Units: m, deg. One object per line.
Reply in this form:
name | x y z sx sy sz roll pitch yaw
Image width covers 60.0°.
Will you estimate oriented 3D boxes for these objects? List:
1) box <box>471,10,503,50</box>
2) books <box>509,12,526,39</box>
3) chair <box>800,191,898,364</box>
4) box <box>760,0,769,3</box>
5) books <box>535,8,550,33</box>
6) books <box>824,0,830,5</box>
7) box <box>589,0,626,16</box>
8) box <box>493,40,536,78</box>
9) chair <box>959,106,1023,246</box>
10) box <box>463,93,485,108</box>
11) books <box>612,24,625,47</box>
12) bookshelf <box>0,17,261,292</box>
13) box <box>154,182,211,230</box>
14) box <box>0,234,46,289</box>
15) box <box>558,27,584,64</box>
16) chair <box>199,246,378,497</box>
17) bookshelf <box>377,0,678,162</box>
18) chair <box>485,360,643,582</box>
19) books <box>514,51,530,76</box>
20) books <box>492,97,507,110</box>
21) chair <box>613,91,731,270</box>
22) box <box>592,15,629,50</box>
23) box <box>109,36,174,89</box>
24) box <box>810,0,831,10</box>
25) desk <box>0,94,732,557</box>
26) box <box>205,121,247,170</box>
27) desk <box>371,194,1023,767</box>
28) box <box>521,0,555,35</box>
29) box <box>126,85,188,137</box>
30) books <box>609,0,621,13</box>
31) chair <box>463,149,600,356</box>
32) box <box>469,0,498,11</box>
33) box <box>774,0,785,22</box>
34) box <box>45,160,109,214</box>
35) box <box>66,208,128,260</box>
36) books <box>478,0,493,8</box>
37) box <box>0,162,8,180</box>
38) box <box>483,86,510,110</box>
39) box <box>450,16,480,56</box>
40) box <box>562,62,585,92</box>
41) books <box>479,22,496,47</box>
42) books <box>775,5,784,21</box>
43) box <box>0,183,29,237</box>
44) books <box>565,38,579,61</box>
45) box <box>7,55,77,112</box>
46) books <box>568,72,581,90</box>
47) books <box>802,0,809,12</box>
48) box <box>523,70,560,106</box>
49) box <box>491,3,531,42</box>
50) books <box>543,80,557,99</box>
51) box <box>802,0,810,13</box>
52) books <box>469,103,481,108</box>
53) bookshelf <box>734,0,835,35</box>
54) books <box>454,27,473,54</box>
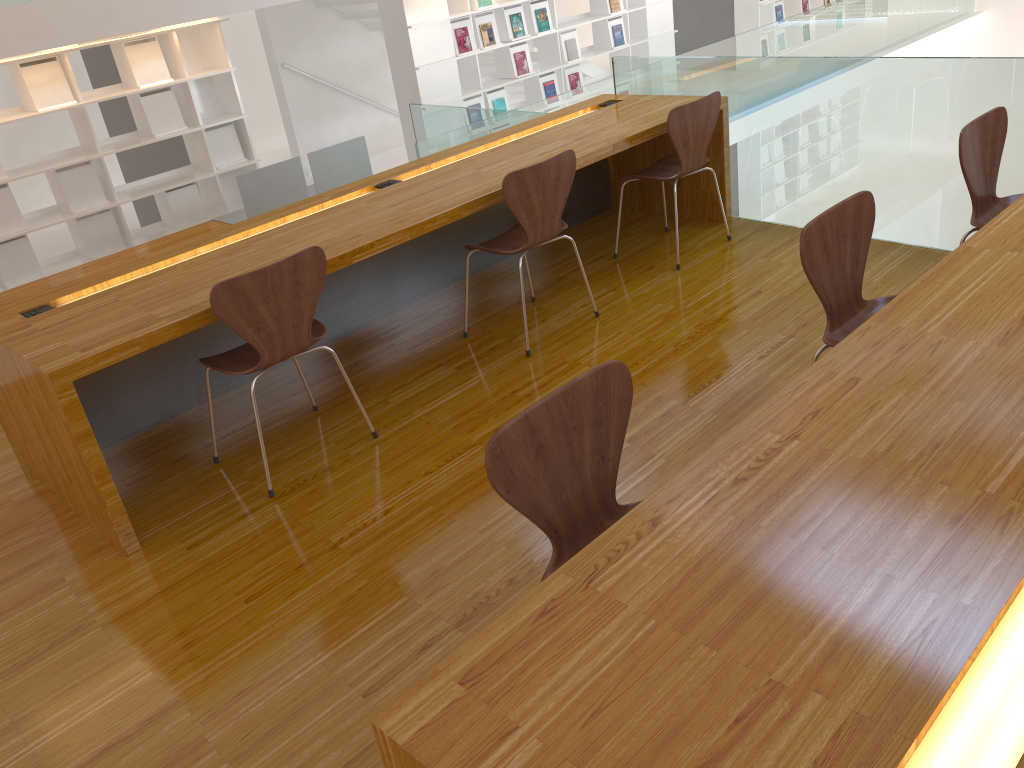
box | -0.285 -3.198 8.016 0.274 0.296 0.245 18 38 42
books | 0.049 -3.297 8.161 0.037 0.210 0.145 18 38 42
chair | 1.003 -0.108 2.322 0.381 0.693 0.428 18 38 42
box | 2.997 -4.869 10.940 0.274 0.296 0.245 18 38 42
books | 0.289 -3.426 8.360 0.037 0.210 0.145 18 38 42
books | 4.253 -5.194 11.981 0.037 0.210 0.145 18 38 42
box | 0.972 -3.939 9.054 0.274 0.296 0.245 18 38 42
box | 0.023 -3.063 8.367 0.274 0.296 0.245 18 38 42
chair | 1.681 -0.512 2.890 0.381 0.693 0.428 18 38 42
box | -0.392 -2.493 8.132 0.274 0.296 0.245 18 38 42
books | 1.099 -3.591 9.148 0.037 0.210 0.145 18 38 42
bookshelf | -3.041 -1.216 5.799 0.498 1.836 2.984 18 38 42
box | -2.427 -1.323 6.505 0.274 0.296 0.245 18 38 42
box | -3.272 -0.821 5.798 0.274 0.296 0.245 18 38 42
box | 0.515 -3.350 8.782 0.274 0.296 0.245 18 38 42
chair | -0.777 -0.083 2.831 0.381 0.693 0.428 18 38 42
bookshelf | 0.385 -3.290 8.738 0.397 1.836 3.666 18 38 42
chair | 0.250 0.365 1.643 0.381 0.693 0.428 18 38 42
books | 0.091 -2.999 8.306 0.037 0.210 0.145 18 38 42
books | -0.105 -2.549 8.253 0.037 0.210 0.145 18 38 42
chair | 0.708 -0.942 4.027 0.381 0.693 0.428 18 38 42
box | 1.020 -3.650 9.204 0.274 0.296 0.245 18 38 42
box | -2.539 -2.206 6.081 0.274 0.296 0.245 18 38 42
box | 4.178 -5.254 12.039 0.274 0.296 0.245 18 38 42
desk | -0.464 -0.446 3.885 1.285 0.918 3.236 18 38 42
box | -2.185 -1.784 6.598 0.274 0.296 0.245 18 38 42
desk | 1.241 0.114 1.923 0.760 0.606 3.185 18 38 42
box | 0.214 -3.487 8.419 0.274 0.296 0.245 18 38 42
box | -2.494 -1.918 6.229 0.274 0.296 0.245 18 38 42
books | 1.038 -3.874 8.991 0.037 0.210 0.145 18 38 42
chair | 0.030 -0.539 3.459 0.381 0.693 0.428 18 38 42
box | -0.323 -3.485 7.858 0.274 0.296 0.245 18 38 42
box | 3.333 -4.751 11.331 0.274 0.296 0.245 18 38 42
box | -2.934 -1.339 5.970 0.274 0.296 0.245 18 38 42
box | -2.877 -1.055 6.128 0.274 0.296 0.245 18 38 42
books | -0.249 -3.424 7.799 0.037 0.210 0.145 18 38 42
box | -3.356 -1.404 5.507 0.274 0.296 0.245 18 38 42
box | -0.186 -2.616 8.304 0.274 0.296 0.245 18 38 42
box | -0.488 -3.070 7.830 0.274 0.296 0.245 18 38 42
box | 0.566 -3.063 8.934 0.274 0.296 0.245 18 38 42
books | -0.216 -3.123 7.956 0.037 0.210 0.145 18 38 42
books | 3.398 -4.692 11.262 0.037 0.210 0.145 18 38 42
box | -3.309 -1.115 5.656 0.274 0.296 0.245 18 38 42
books | 0.592 -3.281 8.726 0.037 0.210 0.145 18 38 42
box | -3.011 -1.926 5.683 0.274 0.296 0.245 18 38 42
books | 0.634 -2.999 8.874 0.037 0.210 0.145 18 38 42
books | 3.858 -4.965 11.653 0.037 0.210 0.145 18 38 42
box | 0.305 -2.907 8.715 0.274 0.296 0.245 18 38 42
box | -0.028 -3.350 8.214 0.274 0.296 0.245 18 38 42
books | 0.377 -2.847 8.658 0.037 0.210 0.145 18 38 42
box | 3.784 -5.019 11.709 0.274 0.296 0.245 18 38 42
books | -0.321 -2.432 8.068 0.037 0.210 0.145 18 38 42
bookshelf | 3.954 -5.379 11.660 0.498 1.836 2.984 18 38 42
books | -0.425 -3.007 7.765 0.037 0.210 0.145 18 38 42
